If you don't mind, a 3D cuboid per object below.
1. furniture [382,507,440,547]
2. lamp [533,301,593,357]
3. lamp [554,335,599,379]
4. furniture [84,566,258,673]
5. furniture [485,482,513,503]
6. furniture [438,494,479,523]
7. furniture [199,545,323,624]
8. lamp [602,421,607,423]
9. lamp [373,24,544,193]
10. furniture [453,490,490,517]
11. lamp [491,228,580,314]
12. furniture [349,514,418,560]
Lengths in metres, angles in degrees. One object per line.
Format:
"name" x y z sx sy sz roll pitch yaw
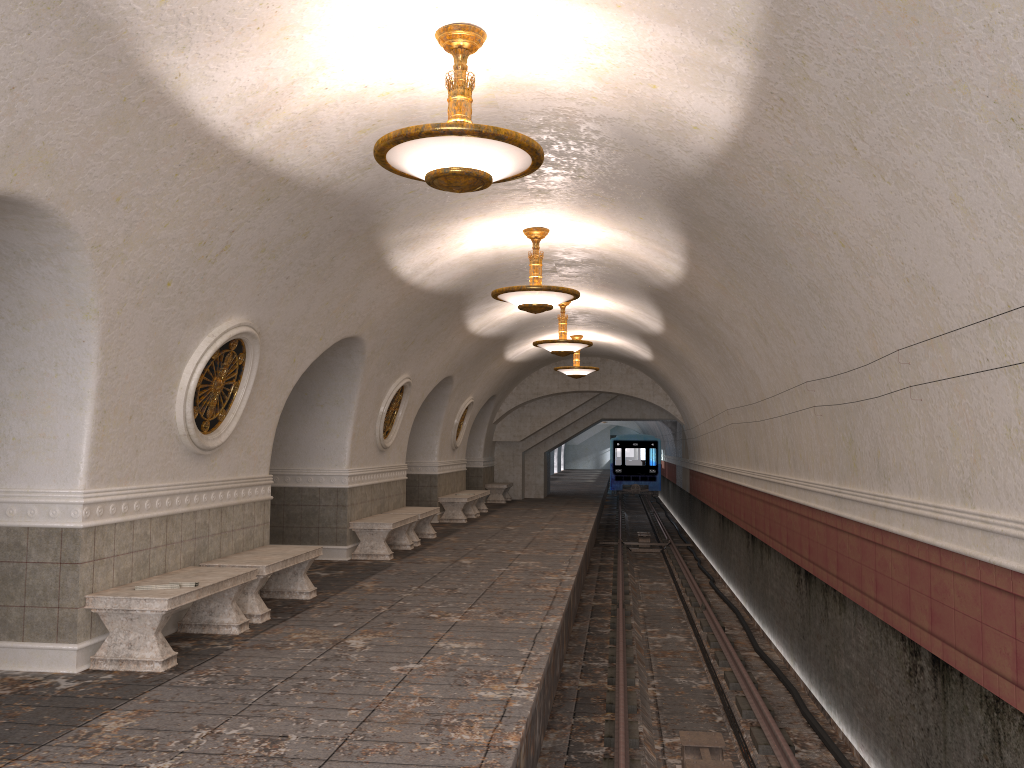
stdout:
"furniture" -1.627 2.303 14.417 0.613 0.508 1.509 0 -4 7
"lamp" 0.850 -0.927 14.840 1.008 0.955 1.008 -1 -4 23
"lamp" 1.430 -0.587 19.623 1.008 0.955 1.008 4 -5 -37
"furniture" -2.552 1.761 6.790 0.613 0.508 1.509 0 -4 7
"furniture" -0.355 3.049 24.898 0.613 0.508 1.509 0 -4 7
"furniture" -1.112 2.605 18.656 0.613 0.508 1.509 0 -4 7
"furniture" -2.350 1.879 8.455 0.613 0.508 1.509 0 -4 7
"lamp" 5.844 2.001 56.013 1.008 0.955 1.008 1 -4 -7
"lamp" -0.310 -1.607 5.276 1.008 0.955 1.008 1 -4 -9
"furniture" -0.910 2.723 20.322 0.613 0.508 1.509 0 -4 7
"lamp" 0.270 -1.267 10.059 1.008 0.955 1.008 -1 -4 23
"furniture" -1.829 2.185 12.752 0.613 0.508 1.509 0 -4 7
